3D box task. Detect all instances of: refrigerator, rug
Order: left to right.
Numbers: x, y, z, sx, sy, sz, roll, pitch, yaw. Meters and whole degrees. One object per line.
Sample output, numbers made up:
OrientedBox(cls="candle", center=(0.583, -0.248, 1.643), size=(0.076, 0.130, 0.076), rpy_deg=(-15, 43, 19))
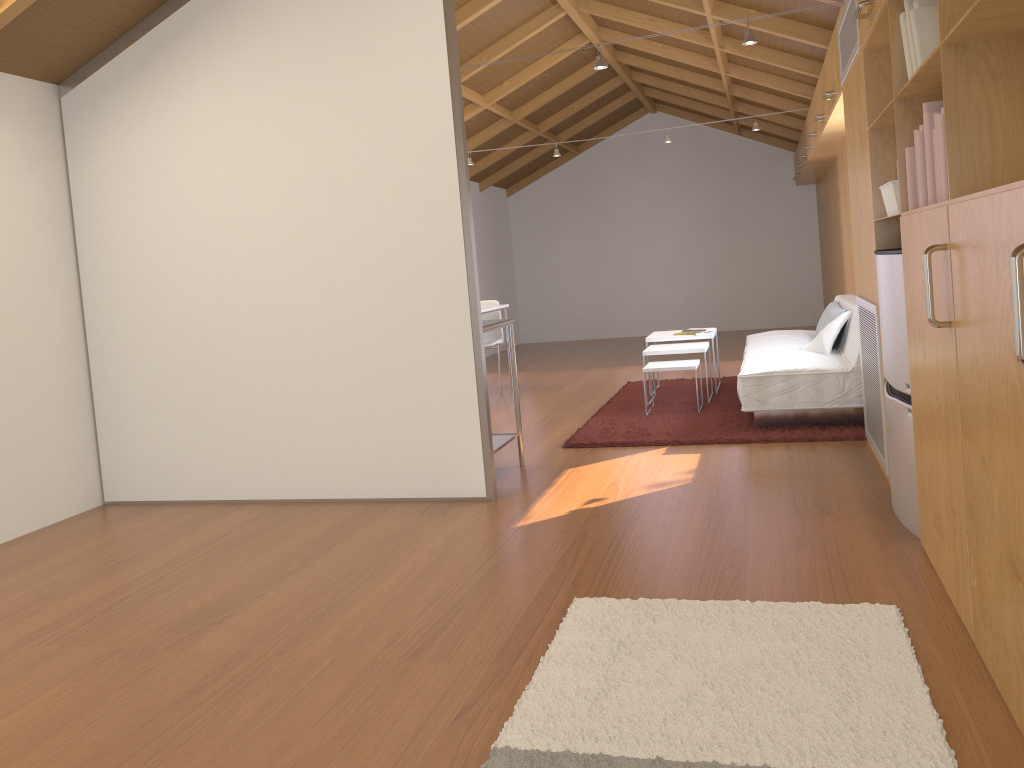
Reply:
OrientedBox(cls="rug", center=(0.125, 0.919, 0.817), size=(0.915, 0.011, 3.749), rpy_deg=(-3, 8, 16))
OrientedBox(cls="rug", center=(1.540, 0.139, 5.961), size=(1.882, 0.020, 2.499), rpy_deg=(-3, 8, 16))
OrientedBox(cls="refrigerator", center=(1.521, -0.011, 3.270), size=(0.261, 0.983, 0.718), rpy_deg=(-4, 4, 16))

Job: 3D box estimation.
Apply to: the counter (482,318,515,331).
OrientedBox(cls="counter", center=(-1.082, -0.240, 4.633), size=(2.106, 0.021, 0.654), rpy_deg=(-3, 8, 16))

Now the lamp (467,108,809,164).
OrientedBox(cls="lamp", center=(0.584, -2.083, 7.686), size=(3.823, 0.152, 0.073), rpy_deg=(-3, 4, 16))

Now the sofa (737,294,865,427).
OrientedBox(cls="sofa", center=(1.980, -0.208, 5.924), size=(0.861, 0.625, 2.372), rpy_deg=(-3, 7, 16))

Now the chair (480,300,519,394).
OrientedBox(cls="chair", center=(-0.295, -0.332, 7.798), size=(0.530, 0.782, 0.550), rpy_deg=(-4, 4, 16))

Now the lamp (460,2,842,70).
OrientedBox(cls="lamp", center=(-0.293, -1.617, 4.624), size=(3.823, 0.152, 0.073), rpy_deg=(-3, 4, 16))

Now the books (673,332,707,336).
OrientedBox(cls="books", center=(1.316, -0.372, 6.526), size=(0.153, 0.016, 0.193), rpy_deg=(-12, 10, -44))

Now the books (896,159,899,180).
OrientedBox(cls="books", center=(1.445, -0.707, 3.122), size=(0.150, 0.191, 0.089), rpy_deg=(-4, 4, 16))

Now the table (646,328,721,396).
OrientedBox(cls="table", center=(1.306, -0.171, 6.705), size=(0.484, 0.436, 0.528), rpy_deg=(-3, 6, 16))

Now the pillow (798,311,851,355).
OrientedBox(cls="pillow", center=(1.969, -0.326, 5.556), size=(0.268, 0.250, 0.347), rpy_deg=(-7, 6, -19))

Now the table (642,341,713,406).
OrientedBox(cls="table", center=(1.181, -0.076, 6.263), size=(0.424, 0.381, 0.462), rpy_deg=(-3, 6, 16))

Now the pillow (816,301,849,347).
OrientedBox(cls="pillow", center=(2.215, -0.418, 6.133), size=(0.171, 0.250, 1.049), rpy_deg=(-4, 7, 16))

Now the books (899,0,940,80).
OrientedBox(cls="books", center=(1.309, -1.066, 2.717), size=(0.175, 0.295, 0.281), rpy_deg=(-4, 5, 16))

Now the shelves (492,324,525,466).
OrientedBox(cls="shelves", center=(-1.048, 0.150, 4.652), size=(2.089, 0.750, 0.636), rpy_deg=(-3, 5, 16))

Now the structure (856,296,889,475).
OrientedBox(cls="structure", center=(1.673, -0.032, 4.117), size=(0.013, 0.718, 0.825), rpy_deg=(-4, 5, 17))

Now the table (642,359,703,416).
OrientedBox(cls="table", center=(1.074, 0.019, 5.881), size=(0.341, 0.307, 0.372), rpy_deg=(-3, 6, 16))

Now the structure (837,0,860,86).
OrientedBox(cls="structure", center=(1.546, -1.600, 4.064), size=(0.013, 0.299, 0.909), rpy_deg=(-4, 7, 17))

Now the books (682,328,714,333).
OrientedBox(cls="books", center=(1.384, -0.400, 6.577), size=(0.193, 0.016, 0.153), rpy_deg=(0, 9, 36))

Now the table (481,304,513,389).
OrientedBox(cls="table", center=(-0.696, -0.239, 7.511), size=(1.207, 0.739, 0.905), rpy_deg=(-3, 6, 16))

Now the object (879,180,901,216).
OrientedBox(cls="object", center=(1.480, -0.684, 3.244), size=(0.203, 0.122, 0.352), rpy_deg=(-3, 7, 16))

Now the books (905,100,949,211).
OrientedBox(cls="books", center=(0.919, -0.663, 1.333), size=(0.188, 0.654, 3.132), rpy_deg=(-4, 7, 17))
